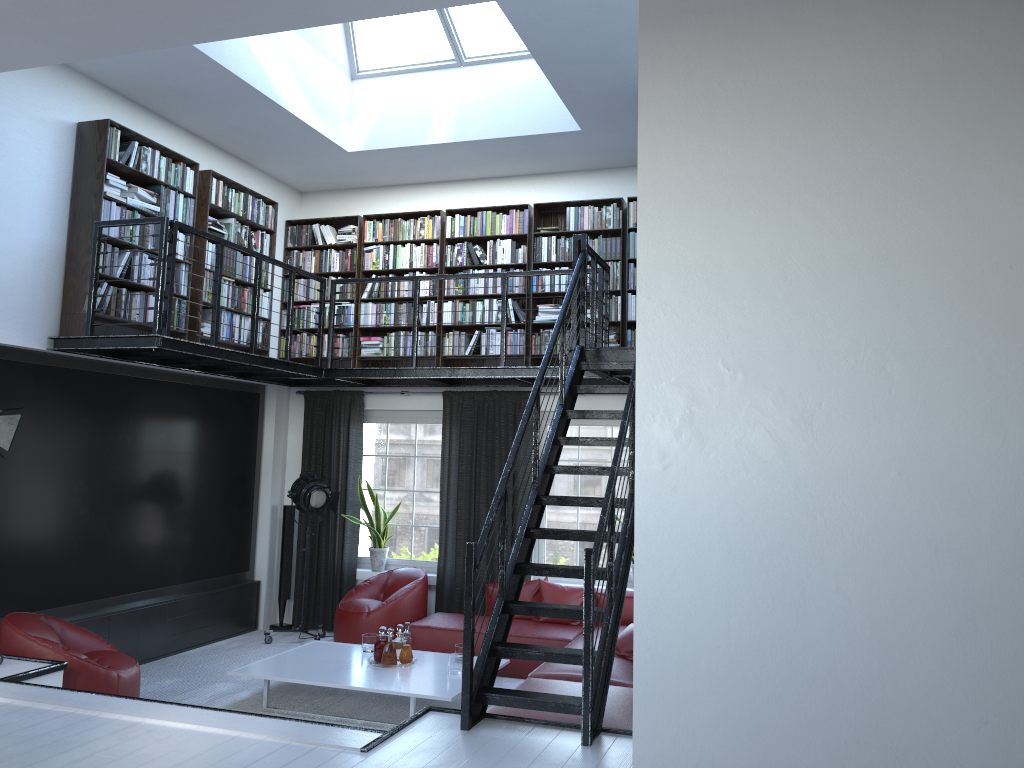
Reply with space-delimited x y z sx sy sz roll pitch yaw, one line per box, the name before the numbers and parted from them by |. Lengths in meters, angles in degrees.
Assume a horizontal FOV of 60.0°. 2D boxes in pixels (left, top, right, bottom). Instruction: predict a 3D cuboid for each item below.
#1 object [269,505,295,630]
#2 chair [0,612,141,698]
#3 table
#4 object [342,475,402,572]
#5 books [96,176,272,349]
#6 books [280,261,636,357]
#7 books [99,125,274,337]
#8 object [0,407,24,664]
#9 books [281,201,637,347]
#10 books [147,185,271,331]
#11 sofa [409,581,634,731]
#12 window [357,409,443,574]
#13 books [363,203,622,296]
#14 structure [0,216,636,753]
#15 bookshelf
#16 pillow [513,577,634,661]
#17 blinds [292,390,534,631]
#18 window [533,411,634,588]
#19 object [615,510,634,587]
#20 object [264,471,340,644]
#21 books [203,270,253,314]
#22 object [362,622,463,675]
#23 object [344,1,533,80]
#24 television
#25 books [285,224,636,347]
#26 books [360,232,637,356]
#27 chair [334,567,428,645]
object | -2.274 1.828 8.851 0.157 1.226 0.157 -3 -8 33
chair | -2.776 1.803 5.575 0.830 0.714 0.827 2 -6 -2
table | -0.991 2.146 6.359 1.665 0.245 1.161 0 -5 18
object | -1.468 1.364 8.706 0.553 0.944 0.524 -2 -7 29
books | -0.767 -1.119 6.878 4.376 1.415 2.196 0 -6 18
books | -0.392 -1.016 8.103 4.435 1.435 1.280 0 -6 20
books | -2.763 -1.129 7.510 0.315 1.429 2.198 -1 -6 19
object | -3.067 0.775 4.924 0.544 1.585 0.609 5 -8 -27
books | -0.225 -0.969 8.556 4.435 1.418 0.226 0 -7 18
books | -0.686 -0.960 7.150 4.335 1.145 1.592 0 -6 18
sofa | 0.089 1.989 6.445 2.541 0.658 3.267 0 -5 18
window | -1.133 1.061 8.905 1.167 1.612 0.132 -1 -7 18
books | -0.219 -1.253 8.600 2.636 0.831 0.212 0 -7 18
structure | -0.932 0.578 6.335 4.488 3.368 4.597 0 -6 18
bookshelf | -0.647 -1.014 7.256 4.475 1.623 3.076 0 -6 18
pillow | 0.784 1.834 7.214 0.981 0.403 1.951 4 -6 -29
blinds | -1.004 1.243 8.614 2.508 2.396 0.125 0 -7 18
window | 0.773 1.058 8.278 1.167 1.612 0.132 -1 -7 18
object | 1.057 1.358 7.850 0.553 0.944 0.523 1 -7 7
object | -0.803 1.636 8.238 2.905 1.585 0.750 1 -7 2
books | -0.583 -1.072 7.380 4.383 1.410 1.165 0 -6 18
object | -0.755 1.897 6.517 1.008 0.296 0.510 0 -6 22
object | -0.614 -3.214 7.470 2.221 0.636 1.180 0 -6 18
television | -3.055 1.073 7.329 0.116 2.437 3.339 -1 -6 18
books | -0.227 -0.958 8.551 4.441 1.402 0.241 0 -7 19
books | 0.130 -0.818 8.433 3.391 1.127 0.239 0 -7 18
chair | -1.187 2.051 8.055 0.829 0.714 0.828 4 -6 -20
